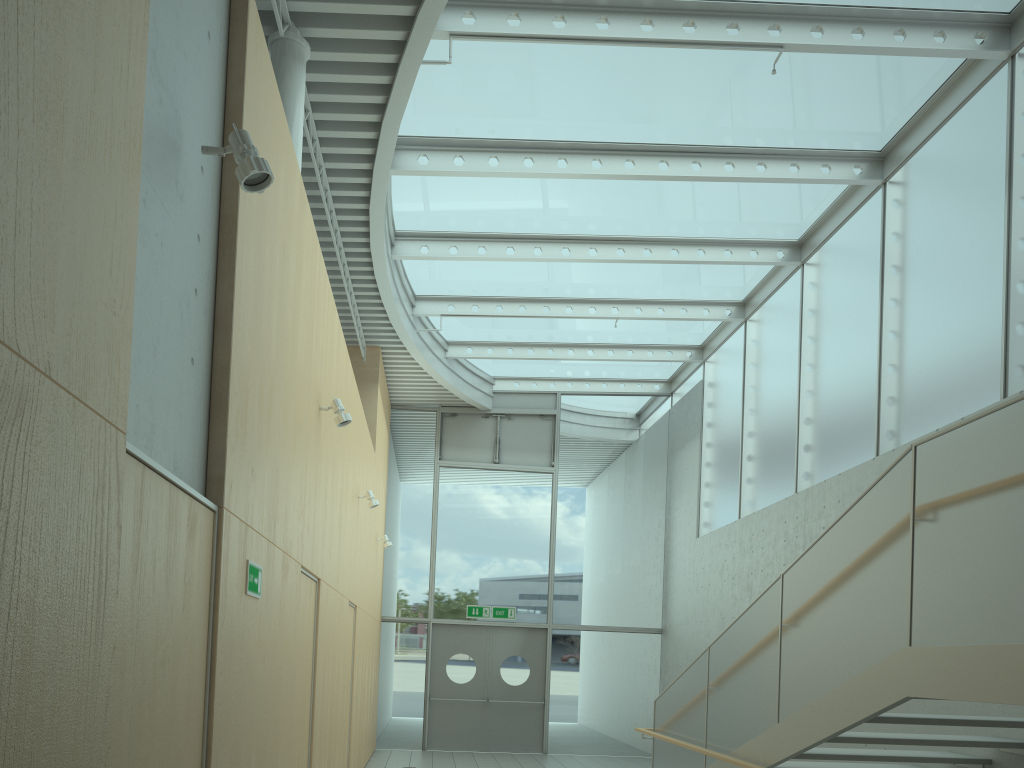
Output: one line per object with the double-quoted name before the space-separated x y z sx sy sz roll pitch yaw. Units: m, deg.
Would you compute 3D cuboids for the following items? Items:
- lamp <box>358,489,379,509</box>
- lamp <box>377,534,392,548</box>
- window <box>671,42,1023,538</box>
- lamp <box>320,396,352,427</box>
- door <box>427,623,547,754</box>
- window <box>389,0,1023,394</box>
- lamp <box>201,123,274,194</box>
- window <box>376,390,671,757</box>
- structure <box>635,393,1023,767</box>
"lamp" -1.493 1.196 8.846 0.235 0.193 0.143 8 -9 -24
"lamp" -1.797 2.213 11.978 0.235 0.193 0.143 8 -9 -24
"window" 3.222 -0.318 8.902 0.030 2.666 16.304 2 -18 -5
"lamp" -1.190 0.185 5.735 0.235 0.193 0.143 8 -9 -24
"door" -0.402 5.049 14.068 1.925 2.076 0.177 3 -2 -5
"window" 0.998 1.067 8.646 4.791 6.096 16.483 3 -16 -5
"lamp" -0.908 -0.759 2.827 0.235 0.193 0.143 8 -9 -24
"window" 0.252 3.090 14.194 4.865 6.193 0.111 3 -2 -5
"structure" 2.884 0.709 2.902 1.888 4.092 13.135 3 -17 -5
